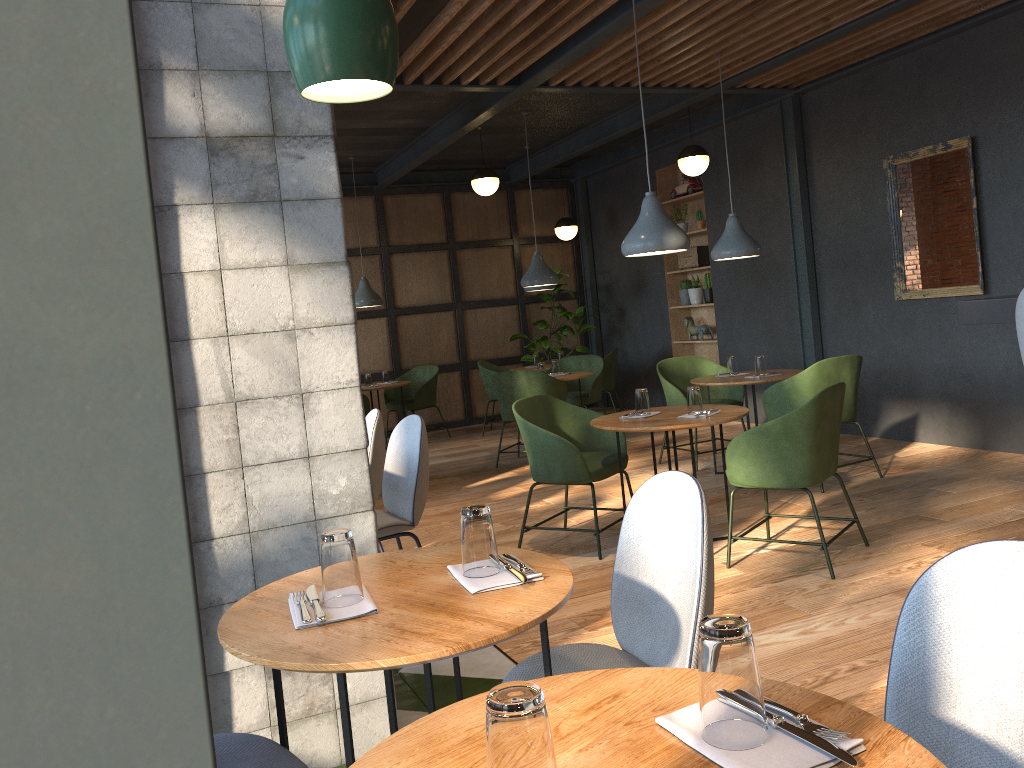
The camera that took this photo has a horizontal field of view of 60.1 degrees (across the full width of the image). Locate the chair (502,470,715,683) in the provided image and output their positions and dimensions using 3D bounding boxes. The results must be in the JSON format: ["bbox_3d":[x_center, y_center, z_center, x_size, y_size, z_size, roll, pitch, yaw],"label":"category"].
[{"bbox_3d":[0.213,0.668,1.955,0.508,0.886,0.418,-6,2,-17],"label":"chair"}]

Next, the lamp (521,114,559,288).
[{"bbox_3d":[0.034,-3.123,7.995,0.352,4.484,0.353,-5,2,13],"label":"lamp"}]

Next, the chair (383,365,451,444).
[{"bbox_3d":[-1.083,0.226,9.785,0.637,0.817,0.517,-3,3,42],"label":"chair"}]

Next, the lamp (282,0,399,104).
[{"bbox_3d":[-0.426,-1.580,1.719,0.224,2.019,0.224,-6,2,-19],"label":"lamp"}]

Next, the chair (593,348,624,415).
[{"bbox_3d":[0.927,0.036,9.629,0.514,0.817,0.640,-5,3,14],"label":"chair"}]

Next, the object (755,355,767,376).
[{"bbox_3d":[1.720,-0.128,6.138,0.080,0.138,0.080,-4,3,29],"label":"object"}]

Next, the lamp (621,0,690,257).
[{"bbox_3d":[0.517,-2.900,4.489,0.352,4.484,0.353,-5,2,13],"label":"lamp"}]

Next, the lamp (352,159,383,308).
[{"bbox_3d":[-1.756,-3.042,9.269,0.352,4.484,0.353,-5,2,13],"label":"lamp"}]

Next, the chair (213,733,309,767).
[{"bbox_3d":[-0.616,0.775,1.639,0.508,0.886,0.418,-7,2,-22],"label":"chair"}]

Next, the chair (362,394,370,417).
[{"bbox_3d":[-1.754,0.354,9.007,0.637,0.817,0.517,-3,3,42],"label":"chair"}]

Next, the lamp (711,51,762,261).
[{"bbox_3d":[1.360,-3.116,6.180,0.352,4.484,0.353,-5,2,13],"label":"lamp"}]

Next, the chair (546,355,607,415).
[{"bbox_3d":[0.612,0.149,8.584,0.637,0.817,0.517,-4,3,27],"label":"chair"}]

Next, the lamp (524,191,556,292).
[{"bbox_3d":[0.087,-3.258,9.661,0.352,4.484,0.353,-5,2,13],"label":"lamp"}]

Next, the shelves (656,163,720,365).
[{"bbox_3d":[2.001,-0.999,9.426,0.285,2.702,0.836,-6,2,-23],"label":"shelves"}]

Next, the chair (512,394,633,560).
[{"bbox_3d":[0.343,0.466,4.835,0.514,0.817,0.641,-4,3,32],"label":"chair"}]

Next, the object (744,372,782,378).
[{"bbox_3d":[1.725,-0.061,6.113,0.243,0.019,0.157,-8,5,-24],"label":"object"}]

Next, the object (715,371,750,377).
[{"bbox_3d":[1.607,-0.073,6.427,0.243,0.019,0.157,-8,5,-24],"label":"object"}]

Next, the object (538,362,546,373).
[{"bbox_3d":[0.267,-0.124,7.966,0.080,0.138,0.080,-5,2,15],"label":"object"}]

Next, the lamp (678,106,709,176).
[{"bbox_3d":[1.403,-3.695,7.659,0.268,3.789,0.269,-4,2,39],"label":"lamp"}]

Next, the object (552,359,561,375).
[{"bbox_3d":[0.405,-0.157,8.218,0.080,0.138,0.080,-5,2,15],"label":"object"}]

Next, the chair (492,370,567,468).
[{"bbox_3d":[0.165,0.265,7.657,0.637,0.817,0.517,-5,3,22],"label":"chair"}]

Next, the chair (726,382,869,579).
[{"bbox_3d":[1.315,0.418,4.196,0.514,0.817,0.641,-4,3,37],"label":"chair"}]

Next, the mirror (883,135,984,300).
[{"bbox_3d":[3.051,-1.170,6.414,0.061,1.084,0.768,-6,3,-23],"label":"mirror"}]

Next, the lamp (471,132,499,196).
[{"bbox_3d":[-0.433,-3.689,8.447,0.269,3.789,0.268,-7,2,-43],"label":"lamp"}]

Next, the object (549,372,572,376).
[{"bbox_3d":[0.441,-0.095,8.229,0.242,0.019,0.158,-3,5,32],"label":"object"}]

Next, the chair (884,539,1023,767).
[{"bbox_3d":[0.586,0.693,1.146,0.509,0.886,0.418,-7,2,-27],"label":"chair"}]

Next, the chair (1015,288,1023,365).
[{"bbox_3d":[1.725,0.297,2.462,0.508,1.241,0.418,-7,2,-23],"label":"chair"}]

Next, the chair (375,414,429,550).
[{"bbox_3d":[-0.583,0.604,3.811,0.509,0.886,0.418,-7,2,-27],"label":"chair"}]

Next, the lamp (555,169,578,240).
[{"bbox_3d":[0.458,-3.567,10.324,0.268,3.789,0.269,-5,2,20],"label":"lamp"}]

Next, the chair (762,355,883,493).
[{"bbox_3d":[1.989,0.227,5.789,0.640,0.817,0.515,-7,3,-28],"label":"chair"}]

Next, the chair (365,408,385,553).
[{"bbox_3d":[-0.844,0.590,4.323,0.508,0.886,0.418,-6,2,-17],"label":"chair"}]

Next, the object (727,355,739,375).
[{"bbox_3d":[1.590,-0.135,6.395,0.080,0.138,0.080,-4,3,29],"label":"object"}]

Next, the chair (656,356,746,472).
[{"bbox_3d":[1.464,0.199,6.830,0.640,0.817,0.515,-7,3,-23],"label":"chair"}]

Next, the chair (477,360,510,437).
[{"bbox_3d":[-0.075,0.119,9.856,0.514,0.817,0.640,-5,3,9],"label":"chair"}]
